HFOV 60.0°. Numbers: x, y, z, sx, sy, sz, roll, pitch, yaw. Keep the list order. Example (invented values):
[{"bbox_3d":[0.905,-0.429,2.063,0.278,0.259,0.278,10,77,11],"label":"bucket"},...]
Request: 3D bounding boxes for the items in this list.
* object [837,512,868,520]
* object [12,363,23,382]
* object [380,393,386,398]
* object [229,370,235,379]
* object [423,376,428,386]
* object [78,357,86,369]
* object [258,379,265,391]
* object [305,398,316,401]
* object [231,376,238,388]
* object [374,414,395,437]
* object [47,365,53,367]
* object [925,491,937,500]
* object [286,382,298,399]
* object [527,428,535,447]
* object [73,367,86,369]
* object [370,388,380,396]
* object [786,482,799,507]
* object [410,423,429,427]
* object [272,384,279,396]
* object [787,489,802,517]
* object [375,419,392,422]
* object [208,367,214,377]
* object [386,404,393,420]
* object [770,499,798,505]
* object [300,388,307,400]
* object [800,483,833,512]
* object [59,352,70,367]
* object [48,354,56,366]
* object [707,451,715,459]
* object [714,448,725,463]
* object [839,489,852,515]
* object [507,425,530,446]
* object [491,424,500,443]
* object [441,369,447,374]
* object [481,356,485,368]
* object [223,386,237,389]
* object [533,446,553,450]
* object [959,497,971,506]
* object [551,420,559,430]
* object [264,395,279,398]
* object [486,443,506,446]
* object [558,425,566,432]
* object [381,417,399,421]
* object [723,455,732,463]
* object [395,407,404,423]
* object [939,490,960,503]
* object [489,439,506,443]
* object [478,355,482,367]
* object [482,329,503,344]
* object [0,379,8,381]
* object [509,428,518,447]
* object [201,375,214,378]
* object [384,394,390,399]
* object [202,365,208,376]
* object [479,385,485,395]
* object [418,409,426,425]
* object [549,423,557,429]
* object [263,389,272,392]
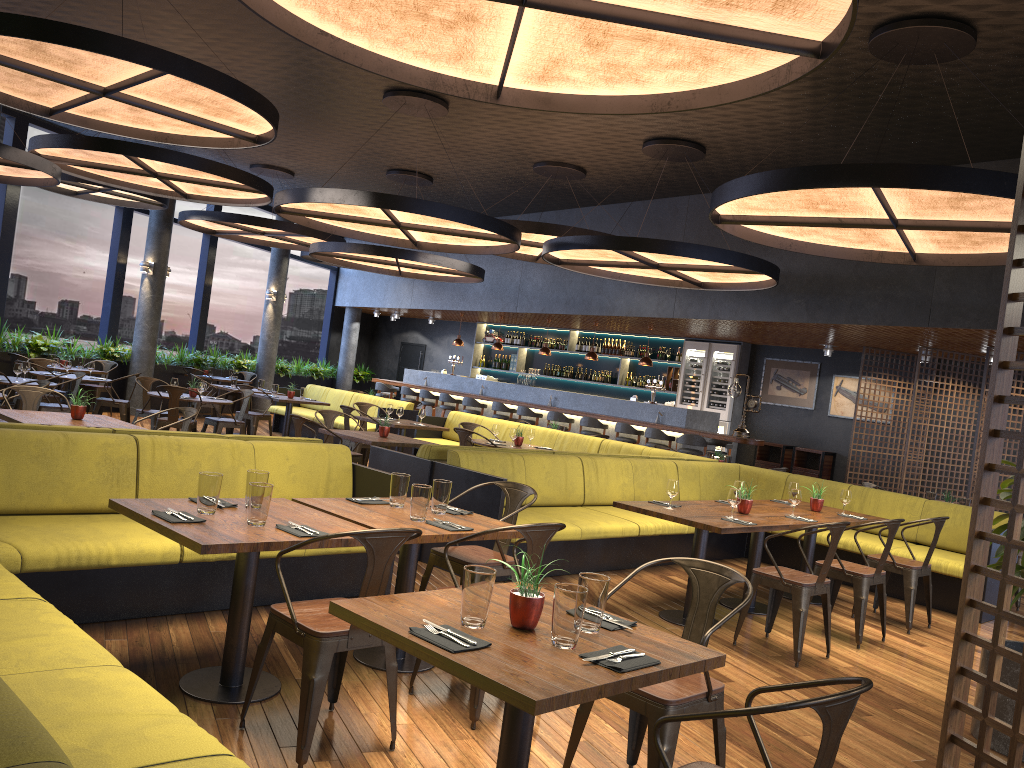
[{"bbox_3d":[2.808,1.095,7.371,0.157,0.019,0.255,7,1,-45],"label":"object"},{"bbox_3d":[-5.404,-0.125,9.697,0.097,0.206,0.097,7,1,-29],"label":"object"},{"bbox_3d":[-2.303,0.252,15.824,0.102,0.178,0.102,8,0,-10],"label":"object"},{"bbox_3d":[-5.466,-0.186,17.284,0.102,0.178,0.102,8,1,37],"label":"object"},{"bbox_3d":[-1.822,-0.062,18.738,0.114,0.203,0.069,8,0,2],"label":"object"},{"bbox_3d":[-6.695,-0.322,13.782,0.102,0.178,0.102,8,1,37],"label":"object"},{"bbox_3d":[-4.108,0.020,14.516,0.102,0.178,0.102,8,1,20],"label":"object"},{"bbox_3d":[-3.137,0.238,13.755,0.255,0.019,0.157,8,1,44],"label":"object"},{"bbox_3d":[-4.510,-0.033,14.390,0.102,0.178,0.102,8,1,20],"label":"object"},{"bbox_3d":[-1.293,0.399,8.973,0.260,0.271,0.238,8,0,-10],"label":"object"},{"bbox_3d":[-7.033,-0.283,13.338,0.255,0.019,0.157,8,1,21],"label":"object"},{"bbox_3d":[4.268,1.194,9.049,0.102,0.178,0.102,7,1,-40],"label":"object"},{"bbox_3d":[-3.351,0.084,13.524,0.238,0.271,0.260,8,0,-6],"label":"object"},{"bbox_3d":[0.219,0.626,10.384,0.097,0.206,0.097,8,0,-4],"label":"object"},{"bbox_3d":[-6.765,-0.252,13.946,0.255,0.019,0.157,8,1,21],"label":"object"},{"bbox_3d":[-2.444,0.190,15.389,0.238,0.271,0.260,7,1,-40],"label":"object"},{"bbox_3d":[2.405,0.945,7.589,0.097,0.206,0.097,8,0,1],"label":"object"},{"bbox_3d":[-1.203,0.521,11.395,0.157,0.019,0.255,7,1,-45],"label":"object"},{"bbox_3d":[-3.603,0.097,13.480,0.102,0.178,0.102,7,1,-40],"label":"object"},{"bbox_3d":[2.198,0.923,6.899,0.097,0.206,0.097,8,0,1],"label":"object"},{"bbox_3d":[-1.618,0.466,11.333,0.255,0.019,0.157,7,1,-45],"label":"object"},{"bbox_3d":[-5.784,-0.227,17.006,0.102,0.178,0.102,8,1,27],"label":"object"},{"bbox_3d":[-1.606,0.370,11.613,0.097,0.206,0.097,8,1,37],"label":"object"},{"bbox_3d":[2.405,1.038,7.764,0.157,0.019,0.255,7,1,-45],"label":"object"},{"bbox_3d":[-3.201,0.150,13.605,0.102,0.178,0.102,8,0,10],"label":"object"},{"bbox_3d":[2.564,0.932,7.441,0.238,0.271,0.260,7,1,-24],"label":"object"},{"bbox_3d":[-6.893,-0.394,13.671,0.260,0.271,0.238,7,1,-29],"label":"object"},{"bbox_3d":[-7.013,-0.362,13.504,0.102,0.178,0.102,8,1,27],"label":"object"},{"bbox_3d":[2.482,0.936,11.094,0.102,0.178,0.102,8,1,30],"label":"object"},{"bbox_3d":[2.526,0.897,10.860,0.260,0.271,0.238,7,1,-44],"label":"object"},{"bbox_3d":[2.833,1.003,7.544,0.097,0.206,0.097,8,0,1],"label":"object"},{"bbox_3d":[0.089,0.575,10.176,0.238,0.271,0.260,7,1,-24],"label":"object"},{"bbox_3d":[-0.193,0.572,10.282,0.097,0.206,0.097,7,1,-20],"label":"object"},{"bbox_3d":[-1.348,-0.264,20.118,0.200,0.106,0.766,8,1,45],"label":"object"},{"bbox_3d":[-0.666,-0.523,20.662,0.079,0.281,0.079,7,1,-41],"label":"object"},{"bbox_3d":[-4.531,0.046,14.217,0.255,0.019,0.157,8,1,44],"label":"object"},{"bbox_3d":[0.345,0.739,10.282,0.255,0.019,0.157,8,0,-13],"label":"object"},{"bbox_3d":[4.500,1.227,8.829,0.102,0.178,0.102,7,1,-30],"label":"object"},{"bbox_3d":[0.621,0.625,12.787,0.238,0.271,0.260,7,1,-24],"label":"object"},{"bbox_3d":[-3.624,0.176,13.306,0.255,0.019,0.157,8,1,44],"label":"object"},{"bbox_3d":[-0.170,0.672,9.979,0.255,0.019,0.157,7,1,-43],"label":"object"},{"bbox_3d":[0.702,0.683,12.640,0.102,0.178,0.102,8,1,30],"label":"object"},{"bbox_3d":[-1.606,0.464,11.788,0.157,0.019,0.255,7,1,-45],"label":"object"},{"bbox_3d":[2.598,0.955,10.737,0.102,0.178,0.102,8,1,30],"label":"object"},{"bbox_3d":[-1.433,0.396,11.319,0.097,0.206,0.097,7,1,-45],"label":"object"},{"bbox_3d":[4.406,1.166,8.974,0.260,0.271,0.238,7,1,-44],"label":"object"},{"bbox_3d":[-0.173,0.668,10.454,0.157,0.019,0.255,7,1,-38],"label":"object"},{"bbox_3d":[-0.732,-0.532,20.724,0.079,0.281,0.079,7,1,-26],"label":"object"},{"bbox_3d":[-0.440,-1.095,20.492,0.579,0.319,0.229,8,1,45],"label":"object"},{"bbox_3d":[-5.542,-0.047,9.578,0.157,0.019,0.255,8,0,-3],"label":"object"},{"bbox_3d":[0.014,0.602,9.959,0.097,0.206,0.097,8,0,-7],"label":"object"},{"bbox_3d":[-5.804,-0.148,16.841,0.255,0.019,0.157,8,1,21],"label":"object"},{"bbox_3d":[-2.179,0.272,15.419,0.102,0.178,0.102,8,1,30],"label":"object"},{"bbox_3d":[-5.970,-0.301,17.248,0.260,0.271,0.238,7,1,-44],"label":"object"},{"bbox_3d":[-0.593,0.114,17.523,0.114,0.203,0.069,8,0,5],"label":"object"},{"bbox_3d":[-1.178,0.428,11.568,0.097,0.206,0.097,8,1,37],"label":"object"},{"bbox_3d":[0.592,0.665,13.011,0.102,0.178,0.102,8,0,-10],"label":"object"},{"bbox_3d":[-4.044,0.108,14.665,0.255,0.019,0.157,8,1,44],"label":"object"}]
